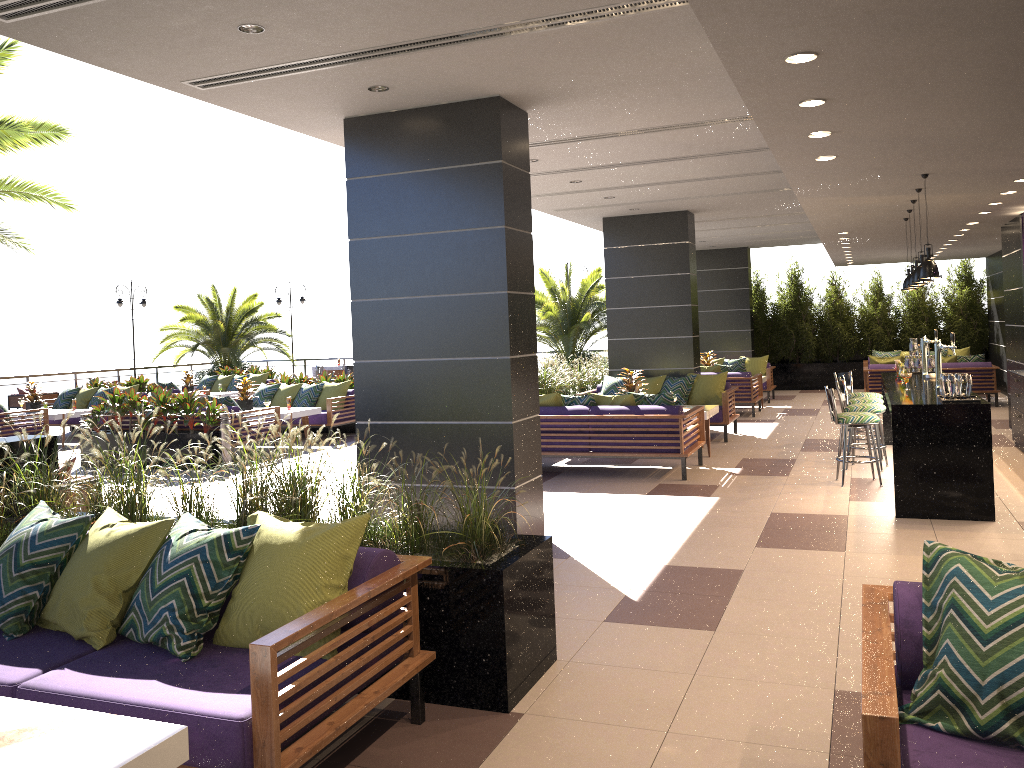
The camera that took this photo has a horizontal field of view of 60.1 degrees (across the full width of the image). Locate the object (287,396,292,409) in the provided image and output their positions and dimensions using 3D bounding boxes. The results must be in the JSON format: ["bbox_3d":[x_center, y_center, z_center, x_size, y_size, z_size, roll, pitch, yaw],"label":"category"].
[{"bbox_3d":[-3.412,0.286,13.555,0.067,0.189,0.084,-3,0,-38],"label":"object"}]

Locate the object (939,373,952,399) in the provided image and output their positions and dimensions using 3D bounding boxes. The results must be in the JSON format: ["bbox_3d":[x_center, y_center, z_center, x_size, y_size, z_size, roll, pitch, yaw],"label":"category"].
[{"bbox_3d":[3.587,0.018,7.304,0.105,0.209,0.105,-2,1,27],"label":"object"}]

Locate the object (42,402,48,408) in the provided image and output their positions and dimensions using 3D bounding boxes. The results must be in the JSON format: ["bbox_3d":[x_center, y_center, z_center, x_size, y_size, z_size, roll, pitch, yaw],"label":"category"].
[{"bbox_3d":[-7.710,0.393,14.616,0.082,0.198,0.069,-2,0,-27],"label":"object"}]

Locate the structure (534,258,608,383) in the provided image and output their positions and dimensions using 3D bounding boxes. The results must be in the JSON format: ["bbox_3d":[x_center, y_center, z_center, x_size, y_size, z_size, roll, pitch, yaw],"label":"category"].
[{"bbox_3d":[1.310,-1.319,20.566,3.804,3.303,3.751,-3,2,-26],"label":"structure"}]

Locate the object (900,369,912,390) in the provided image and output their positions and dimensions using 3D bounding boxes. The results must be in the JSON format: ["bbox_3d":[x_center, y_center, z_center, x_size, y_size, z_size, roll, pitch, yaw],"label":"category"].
[{"bbox_3d":[3.723,-0.043,8.355,0.106,0.197,0.105,-3,1,-40],"label":"object"}]

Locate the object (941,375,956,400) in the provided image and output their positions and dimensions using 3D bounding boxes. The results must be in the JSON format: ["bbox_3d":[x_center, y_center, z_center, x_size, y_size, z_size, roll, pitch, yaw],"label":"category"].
[{"bbox_3d":[3.492,0.036,7.075,0.105,0.209,0.105,-2,1,27],"label":"object"}]

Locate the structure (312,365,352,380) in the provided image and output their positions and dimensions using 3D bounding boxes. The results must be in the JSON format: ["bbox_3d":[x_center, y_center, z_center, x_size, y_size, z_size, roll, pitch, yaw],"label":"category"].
[{"bbox_3d":[-2.944,-0.270,22.329,4.397,1.328,0.806,-1,1,22],"label":"structure"}]

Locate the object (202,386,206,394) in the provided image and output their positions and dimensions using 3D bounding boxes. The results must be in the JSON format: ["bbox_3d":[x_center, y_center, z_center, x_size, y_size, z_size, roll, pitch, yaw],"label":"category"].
[{"bbox_3d":[-6.335,0.127,18.232,0.067,0.189,0.084,-3,0,-38],"label":"object"}]

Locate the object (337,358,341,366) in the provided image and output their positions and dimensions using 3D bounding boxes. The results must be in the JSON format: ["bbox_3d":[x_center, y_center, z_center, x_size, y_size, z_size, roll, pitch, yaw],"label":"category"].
[{"bbox_3d":[-4.423,-0.558,22.627,0.067,0.189,0.084,-3,0,-43],"label":"object"}]

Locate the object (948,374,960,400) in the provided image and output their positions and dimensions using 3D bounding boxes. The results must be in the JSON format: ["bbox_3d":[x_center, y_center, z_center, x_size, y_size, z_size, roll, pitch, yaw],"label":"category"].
[{"bbox_3d":[3.588,0.026,7.174,0.105,0.209,0.105,-2,1,27],"label":"object"}]

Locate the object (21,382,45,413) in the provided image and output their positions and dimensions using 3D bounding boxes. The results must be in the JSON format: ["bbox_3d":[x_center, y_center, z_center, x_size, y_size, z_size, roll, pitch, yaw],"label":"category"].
[{"bbox_3d":[-8.207,0.217,15.152,0.431,0.526,0.424,-3,2,-36],"label":"object"}]

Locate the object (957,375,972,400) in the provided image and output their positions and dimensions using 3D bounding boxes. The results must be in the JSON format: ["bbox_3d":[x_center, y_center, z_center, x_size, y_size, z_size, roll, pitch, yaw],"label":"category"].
[{"bbox_3d":[3.602,0.033,7.039,0.105,0.209,0.105,-2,1,27],"label":"object"}]

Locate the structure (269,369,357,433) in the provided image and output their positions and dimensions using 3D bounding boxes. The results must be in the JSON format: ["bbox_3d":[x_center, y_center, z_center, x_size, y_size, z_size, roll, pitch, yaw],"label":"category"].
[{"bbox_3d":[-3.338,0.341,15.325,2.417,1.173,0.702,-1,1,23],"label":"structure"}]

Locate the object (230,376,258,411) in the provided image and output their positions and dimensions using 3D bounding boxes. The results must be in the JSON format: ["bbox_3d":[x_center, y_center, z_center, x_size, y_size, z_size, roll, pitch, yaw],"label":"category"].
[{"bbox_3d":[-4.069,0.148,13.513,0.430,0.526,0.425,-1,2,39],"label":"object"}]

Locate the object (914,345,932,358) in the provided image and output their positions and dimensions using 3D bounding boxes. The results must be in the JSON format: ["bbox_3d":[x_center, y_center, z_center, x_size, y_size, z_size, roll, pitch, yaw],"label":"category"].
[{"bbox_3d":[7.822,-0.534,16.928,0.430,0.526,0.425,-1,2,39],"label":"object"}]

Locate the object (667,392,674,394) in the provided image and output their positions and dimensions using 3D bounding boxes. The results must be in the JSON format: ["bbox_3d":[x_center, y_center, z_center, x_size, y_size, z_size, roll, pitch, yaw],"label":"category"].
[{"bbox_3d":[2.042,0.193,11.425,0.067,0.189,0.084,-3,0,-43],"label":"object"}]

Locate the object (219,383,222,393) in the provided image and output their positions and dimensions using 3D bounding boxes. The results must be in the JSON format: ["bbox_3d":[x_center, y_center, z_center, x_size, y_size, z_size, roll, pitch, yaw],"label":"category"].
[{"bbox_3d":[-6.212,0.075,18.848,0.069,0.211,0.069,-2,0,10],"label":"object"}]

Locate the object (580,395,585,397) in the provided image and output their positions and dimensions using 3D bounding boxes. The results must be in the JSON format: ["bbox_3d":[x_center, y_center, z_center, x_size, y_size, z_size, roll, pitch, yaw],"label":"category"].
[{"bbox_3d":[0.900,0.239,11.243,0.069,0.211,0.069,-2,0,5],"label":"object"}]

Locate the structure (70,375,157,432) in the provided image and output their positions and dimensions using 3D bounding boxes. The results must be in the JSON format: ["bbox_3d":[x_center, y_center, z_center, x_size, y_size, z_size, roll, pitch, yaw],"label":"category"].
[{"bbox_3d":[-7.563,0.412,16.984,2.246,1.172,0.715,-1,1,18],"label":"structure"}]

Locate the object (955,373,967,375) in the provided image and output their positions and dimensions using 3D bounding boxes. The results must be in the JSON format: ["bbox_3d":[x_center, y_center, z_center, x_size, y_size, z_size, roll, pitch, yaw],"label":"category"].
[{"bbox_3d":[3.683,0.017,7.253,0.105,0.209,0.105,-2,1,27],"label":"object"}]

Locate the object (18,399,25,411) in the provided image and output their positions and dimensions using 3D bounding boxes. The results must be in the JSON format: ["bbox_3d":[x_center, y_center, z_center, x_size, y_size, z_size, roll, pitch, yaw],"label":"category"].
[{"bbox_3d":[-8.697,0.369,15.696,0.106,0.197,0.105,-3,1,-35],"label":"object"}]

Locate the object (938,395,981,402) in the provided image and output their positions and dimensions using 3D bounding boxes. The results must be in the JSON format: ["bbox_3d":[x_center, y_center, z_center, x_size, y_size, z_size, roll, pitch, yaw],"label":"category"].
[{"bbox_3d":[3.615,0.121,7.160,0.272,0.018,0.438,-1,4,22],"label":"object"}]

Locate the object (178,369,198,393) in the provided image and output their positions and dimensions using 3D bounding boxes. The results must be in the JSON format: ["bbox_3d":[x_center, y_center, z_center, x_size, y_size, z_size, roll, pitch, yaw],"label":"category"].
[{"bbox_3d":[-6.864,-0.047,18.693,0.425,0.526,0.430,-3,2,-41],"label":"object"}]

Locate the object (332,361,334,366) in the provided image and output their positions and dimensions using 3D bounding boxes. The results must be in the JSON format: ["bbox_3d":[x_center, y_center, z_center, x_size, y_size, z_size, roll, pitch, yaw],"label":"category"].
[{"bbox_3d":[-4.662,-0.489,23.165,0.105,0.209,0.105,-2,1,-3],"label":"object"}]

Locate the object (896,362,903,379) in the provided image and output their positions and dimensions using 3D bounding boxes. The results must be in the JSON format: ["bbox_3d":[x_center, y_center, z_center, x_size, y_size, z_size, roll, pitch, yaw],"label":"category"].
[{"bbox_3d":[4.335,-0.157,9.909,0.084,0.189,0.067,-3,0,-43],"label":"object"}]

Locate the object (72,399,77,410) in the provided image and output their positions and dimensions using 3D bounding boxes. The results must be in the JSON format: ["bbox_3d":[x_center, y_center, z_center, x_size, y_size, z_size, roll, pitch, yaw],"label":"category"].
[{"bbox_3d":[-7.550,0.351,15.269,0.067,0.189,0.084,-3,0,-38],"label":"object"}]

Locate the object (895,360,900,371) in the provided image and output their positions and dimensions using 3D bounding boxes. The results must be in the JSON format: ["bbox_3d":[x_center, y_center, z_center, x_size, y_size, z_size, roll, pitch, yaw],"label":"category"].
[{"bbox_3d":[4.562,-0.195,10.470,0.069,0.181,0.069,-2,0,-6],"label":"object"}]

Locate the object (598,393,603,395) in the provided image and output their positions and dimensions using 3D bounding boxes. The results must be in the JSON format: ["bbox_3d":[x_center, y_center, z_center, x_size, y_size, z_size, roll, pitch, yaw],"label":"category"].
[{"bbox_3d":[1.182,0.210,11.805,0.069,0.181,0.069,-2,0,5],"label":"object"}]

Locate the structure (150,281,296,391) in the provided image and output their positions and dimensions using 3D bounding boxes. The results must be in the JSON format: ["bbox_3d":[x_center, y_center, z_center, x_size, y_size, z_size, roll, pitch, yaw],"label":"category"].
[{"bbox_3d":[-7.798,-1.164,24.124,3.801,3.303,3.754,-3,2,-11],"label":"structure"}]

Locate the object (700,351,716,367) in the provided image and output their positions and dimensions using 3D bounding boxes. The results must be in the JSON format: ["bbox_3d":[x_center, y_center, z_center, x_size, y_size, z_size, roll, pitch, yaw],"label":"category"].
[{"bbox_3d":[3.747,-0.368,16.902,0.430,0.526,0.425,-1,2,39],"label":"object"}]

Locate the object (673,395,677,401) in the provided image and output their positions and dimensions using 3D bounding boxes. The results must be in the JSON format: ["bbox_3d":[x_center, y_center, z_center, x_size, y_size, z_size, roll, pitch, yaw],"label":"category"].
[{"bbox_3d":[1.970,0.227,10.845,0.106,0.197,0.105,-3,1,-40],"label":"object"}]

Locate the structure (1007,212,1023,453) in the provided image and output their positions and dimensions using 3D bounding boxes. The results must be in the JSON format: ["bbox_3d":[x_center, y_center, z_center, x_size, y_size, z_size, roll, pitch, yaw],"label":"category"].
[{"bbox_3d":[5.338,-0.497,8.451,0.530,2.759,4.638,-2,2,22],"label":"structure"}]

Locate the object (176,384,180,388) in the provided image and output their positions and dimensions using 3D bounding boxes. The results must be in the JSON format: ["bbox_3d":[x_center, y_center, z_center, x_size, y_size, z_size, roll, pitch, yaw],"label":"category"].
[{"bbox_3d":[-7.258,0.101,19.237,0.106,0.197,0.105,-3,1,-35],"label":"object"}]

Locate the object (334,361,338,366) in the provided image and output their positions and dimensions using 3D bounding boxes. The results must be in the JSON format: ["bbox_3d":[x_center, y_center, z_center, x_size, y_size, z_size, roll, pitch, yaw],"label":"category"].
[{"bbox_3d":[-4.583,-0.486,23.070,0.105,0.209,0.105,-2,1,-3],"label":"object"}]

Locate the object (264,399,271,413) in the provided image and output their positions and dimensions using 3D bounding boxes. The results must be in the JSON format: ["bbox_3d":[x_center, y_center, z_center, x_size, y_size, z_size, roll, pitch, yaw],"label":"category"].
[{"bbox_3d":[-3.606,0.321,13.047,0.106,0.197,0.105,-3,1,-35],"label":"object"}]

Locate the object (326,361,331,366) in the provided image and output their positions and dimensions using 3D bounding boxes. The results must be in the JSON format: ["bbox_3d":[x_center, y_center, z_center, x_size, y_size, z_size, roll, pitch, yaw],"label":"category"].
[{"bbox_3d":[-4.797,-0.482,23.151,0.105,0.209,0.105,-2,1,-3],"label":"object"}]

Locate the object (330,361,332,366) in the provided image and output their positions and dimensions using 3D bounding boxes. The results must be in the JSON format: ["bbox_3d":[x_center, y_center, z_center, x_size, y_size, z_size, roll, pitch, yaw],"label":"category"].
[{"bbox_3d":[-4.761,-0.490,23.261,0.105,0.209,0.105,-2,1,-3],"label":"object"}]

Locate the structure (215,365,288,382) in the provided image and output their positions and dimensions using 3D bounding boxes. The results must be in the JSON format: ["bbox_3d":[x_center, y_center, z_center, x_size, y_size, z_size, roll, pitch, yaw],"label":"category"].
[{"bbox_3d":[-6.117,0.141,20.567,2.249,1.172,0.738,-1,1,23],"label":"structure"}]

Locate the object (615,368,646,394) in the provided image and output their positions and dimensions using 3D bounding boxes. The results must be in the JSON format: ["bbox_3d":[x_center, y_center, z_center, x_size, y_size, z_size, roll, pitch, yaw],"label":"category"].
[{"bbox_3d":[1.518,0.055,11.279,0.430,0.526,0.425,-1,2,34],"label":"object"}]

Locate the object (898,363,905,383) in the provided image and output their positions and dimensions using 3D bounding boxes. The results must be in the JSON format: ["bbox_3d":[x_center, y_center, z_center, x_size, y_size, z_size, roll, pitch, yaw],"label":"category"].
[{"bbox_3d":[4.087,-0.120,9.275,0.069,0.211,0.069,-2,0,5],"label":"object"}]
